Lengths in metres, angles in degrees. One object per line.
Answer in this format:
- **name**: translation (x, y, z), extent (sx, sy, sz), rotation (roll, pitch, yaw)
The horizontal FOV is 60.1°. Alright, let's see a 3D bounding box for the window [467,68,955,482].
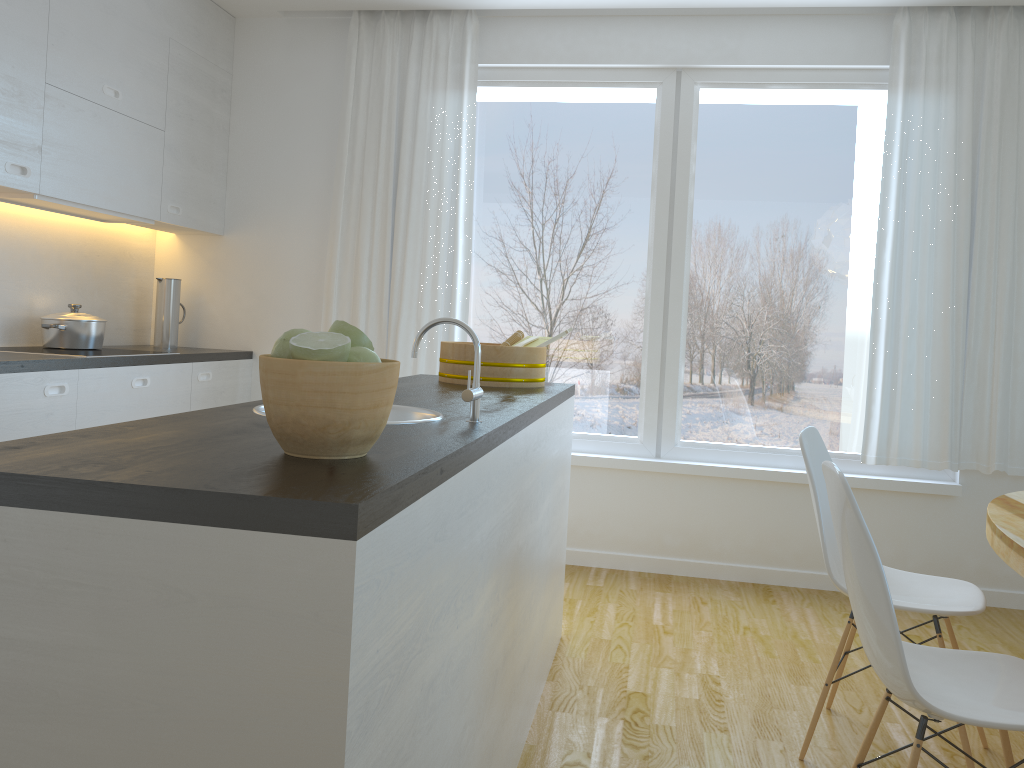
- **window**: translation (0.776, -0.594, 4.389), extent (2.728, 1.918, 0.088), rotation (4, 0, 10)

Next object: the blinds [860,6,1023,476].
- **blinds**: translation (2.048, -0.680, 3.975), extent (0.795, 2.159, 0.150), rotation (3, 0, 10)

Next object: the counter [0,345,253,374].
- **counter**: translation (-1.825, -0.116, 3.710), extent (0.600, 0.040, 2.003), rotation (4, 4, 10)

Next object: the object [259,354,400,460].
- **object**: translation (-0.273, 0.032, 1.314), extent (0.204, 0.142, 0.206), rotation (2, 3, -29)

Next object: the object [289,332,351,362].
- **object**: translation (-0.272, -0.041, 1.253), extent (0.086, 0.065, 0.084), rotation (4, 3, 22)

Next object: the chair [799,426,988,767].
- **chair**: translation (1.086, 0.598, 2.533), extent (0.524, 0.901, 0.429), rotation (4, 1, 30)

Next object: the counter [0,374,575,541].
- **counter**: translation (-0.261, 0.067, 2.198), extent (0.601, 0.040, 2.403), rotation (4, 4, 10)

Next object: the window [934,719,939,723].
- **window**: translation (2.082, -0.260, 1.197), extent (2.550, 2.052, 1.881), rotation (4, 2, 10)

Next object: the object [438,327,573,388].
- **object**: translation (-0.051, -0.110, 3.153), extent (0.379, 0.214, 0.429), rotation (5, 4, 38)

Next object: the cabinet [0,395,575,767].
- **cabinet**: translation (-0.287, 0.541, 2.198), extent (0.601, 0.909, 2.403), rotation (3, 3, 10)

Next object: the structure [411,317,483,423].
- **structure**: translation (-0.140, -0.031, 1.831), extent (0.162, 0.215, 0.097), rotation (3, 1, 10)

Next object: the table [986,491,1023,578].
- **table**: translation (1.686, 0.767, 1.779), extent (1.194, 0.724, 2.193), rotation (4, 3, 8)

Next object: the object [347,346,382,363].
- **object**: translation (-0.234, -0.014, 1.319), extent (0.081, 0.085, 0.098), rotation (2, 2, -26)

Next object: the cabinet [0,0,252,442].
- **cabinet**: translation (-1.849, -0.400, 3.108), extent (0.481, 2.298, 3.204), rotation (3, 2, 10)

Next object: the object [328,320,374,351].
- **object**: translation (-0.254, -0.063, 1.380), extent (0.077, 0.072, 0.074), rotation (5, 2, 35)

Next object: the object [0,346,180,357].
- **object**: translation (-1.827, -0.134, 3.714), extent (0.562, 0.013, 0.655), rotation (4, 4, 10)

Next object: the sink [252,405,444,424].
- **sink**: translation (-0.351, 0.135, 1.893), extent (0.404, 0.157, 0.405), rotation (1, 4, -39)

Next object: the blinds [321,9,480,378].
- **blinds**: translation (-0.574, -0.852, 4.425), extent (0.795, 2.159, 0.150), rotation (3, 0, 9)

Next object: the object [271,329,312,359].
- **object**: translation (-0.313, -0.034, 1.332), extent (0.087, 0.098, 0.102), rotation (4, 2, 31)
